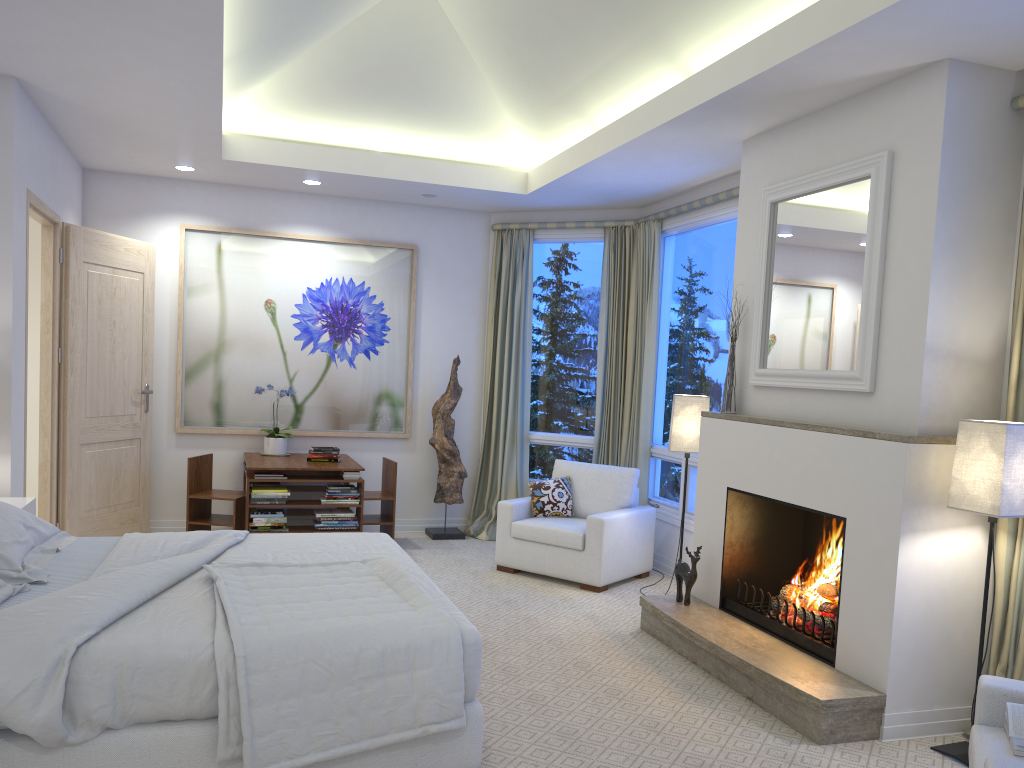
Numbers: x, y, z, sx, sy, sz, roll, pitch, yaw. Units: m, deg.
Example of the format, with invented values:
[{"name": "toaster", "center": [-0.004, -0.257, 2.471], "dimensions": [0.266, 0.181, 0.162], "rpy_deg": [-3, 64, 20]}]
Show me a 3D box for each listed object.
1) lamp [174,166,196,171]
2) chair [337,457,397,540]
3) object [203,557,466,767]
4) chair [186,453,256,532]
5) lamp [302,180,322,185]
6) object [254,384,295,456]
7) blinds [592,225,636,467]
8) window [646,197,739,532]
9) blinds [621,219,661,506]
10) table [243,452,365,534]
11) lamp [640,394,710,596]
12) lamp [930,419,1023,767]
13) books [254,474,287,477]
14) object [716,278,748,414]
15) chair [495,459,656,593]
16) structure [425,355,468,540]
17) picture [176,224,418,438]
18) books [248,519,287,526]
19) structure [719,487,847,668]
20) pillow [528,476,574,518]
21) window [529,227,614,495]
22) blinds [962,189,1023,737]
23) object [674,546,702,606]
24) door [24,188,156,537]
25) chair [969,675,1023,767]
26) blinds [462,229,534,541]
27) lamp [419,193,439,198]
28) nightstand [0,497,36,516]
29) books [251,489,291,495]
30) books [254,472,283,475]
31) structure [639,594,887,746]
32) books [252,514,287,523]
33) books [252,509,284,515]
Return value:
[{"name": "lamp", "center": [-2.134, -1.401, 5.779], "dimensions": [0.137, 0.014, 0.137], "rpy_deg": [4, 1, 44]}, {"name": "chair", "center": [-1.039, 0.841, 6.297], "dimensions": [0.340, 0.612, 0.339], "rpy_deg": [1, 4, -23]}, {"name": "object", "center": [-0.621, 0.867, 2.898], "dimensions": [0.718, 0.468, 0.910], "rpy_deg": [2, 2, -22]}, {"name": "chair", "center": [-1.967, 0.799, 6.013], "dimensions": [0.340, 0.612, 0.339], "rpy_deg": [3, 3, 7]}, {"name": "lamp", "center": [-1.363, -1.367, 6.035], "dimensions": [0.137, 0.014, 0.137], "rpy_deg": [4, 1, 44]}, {"name": "object", "center": [-1.708, 0.257, 6.357], "dimensions": [0.305, 0.506, 0.215], "rpy_deg": [2, 4, -18]}, {"name": "blinds", "center": [0.709, 0.043, 6.388], "dimensions": [0.523, 2.380, 0.269], "rpy_deg": [5, 4, 25]}, {"name": "window", "center": [1.245, -0.083, 5.617], "dimensions": [0.206, 2.034, 1.507], "rpy_deg": [2, 3, -18]}, {"name": "blinds", "center": [0.812, 0.053, 6.226], "dimensions": [0.267, 2.377, 0.522], "rpy_deg": [1, 4, -25]}, {"name": "table", "center": [-1.472, 0.827, 6.147], "dimensions": [0.740, 0.602, 0.897], "rpy_deg": [2, 2, -18]}, {"name": "lamp", "center": [0.903, 0.651, 5.664], "dimensions": [0.276, 1.209, 1.524], "rpy_deg": [2, 2, -6]}, {"name": "lamp", "center": [2.237, 0.778, 2.226], "dimensions": [0.319, 1.211, 2.356], "rpy_deg": [1, 3, -30]}, {"name": "books", "center": [-1.559, 0.597, 5.723], "dimensions": [0.201, 0.015, 0.139], "rpy_deg": [3, 1, -18]}, {"name": "object", "center": [1.065, -0.200, 4.363], "dimensions": [0.189, 0.695, 0.192], "rpy_deg": [4, 4, 10]}, {"name": "chair", "center": [0.414, 0.875, 5.719], "dimensions": [0.804, 0.709, 0.687], "rpy_deg": [5, 3, 37]}, {"name": "structure", "center": [-0.483, 0.470, 6.719], "dimensions": [0.305, 1.399, 0.263], "rpy_deg": [2, 4, -18]}, {"name": "picture", "center": [-1.549, -0.351, 6.488], "dimensions": [1.681, 1.465, 0.030], "rpy_deg": [2, 4, -18]}, {"name": "books", "center": [-1.581, 0.895, 5.723], "dimensions": [0.233, 0.023, 0.141], "rpy_deg": [3, 1, -18]}, {"name": "structure", "center": [1.399, 0.832, 4.014], "dimensions": [0.476, 0.617, 0.872], "rpy_deg": [2, 2, -18]}, {"name": "pillow", "center": [0.256, 0.737, 5.804], "dimensions": [0.285, 0.273, 0.186], "rpy_deg": [2, 3, -9]}, {"name": "window", "center": [1.315, -0.050, 3.910], "dimensions": [0.814, 2.032, 6.823], "rpy_deg": [2, 2, -18]}, {"name": "blinds", "center": [1.872, 0.145, 3.126], "dimensions": [0.163, 2.408, 0.478], "rpy_deg": [2, 4, -18]}, {"name": "object", "center": [0.873, 0.950, 4.406], "dimensions": [0.096, 0.309, 0.179], "rpy_deg": [1, 4, -32]}, {"name": "door", "center": [-2.593, 0.056, 5.216], "dimensions": [0.360, 2.062, 1.778], "rpy_deg": [3, 3, -1]}, {"name": "chair", "center": [1.534, 0.994, 2.211], "dimensions": [0.686, 0.707, 0.805], "rpy_deg": [4, 3, 27]}, {"name": "blinds", "center": [-0.101, -0.006, 6.747], "dimensions": [0.641, 2.383, 0.294], "rpy_deg": [4, 4, 23]}, {"name": "lamp", "center": [-0.590, -1.333, 6.292], "dimensions": [0.137, 0.014, 0.137], "rpy_deg": [4, 1, 44]}, {"name": "nightstand", "center": [-2.010, 0.857, 2.852], "dimensions": [0.400, 0.602, 2.542], "rpy_deg": [2, 1, -18]}, {"name": "books", "center": [-1.561, 0.701, 5.745], "dimensions": [0.239, 0.019, 0.172], "rpy_deg": [3, 1, -13]}, {"name": "books", "center": [-1.572, 0.584, 5.724], "dimensions": [0.177, 0.009, 0.112], "rpy_deg": [3, 1, -18]}, {"name": "structure", "center": [1.000, 1.204, 3.916], "dimensions": [0.329, 0.172, 1.450], "rpy_deg": [2, 1, -18]}, {"name": "books", "center": [-1.567, 0.869, 5.724], "dimensions": [0.208, 0.036, 0.144], "rpy_deg": [3, 1, -18]}, {"name": "books", "center": [-1.577, 0.826, 5.719], "dimensions": [0.198, 0.017, 0.113], "rpy_deg": [3, 1, -18]}]
